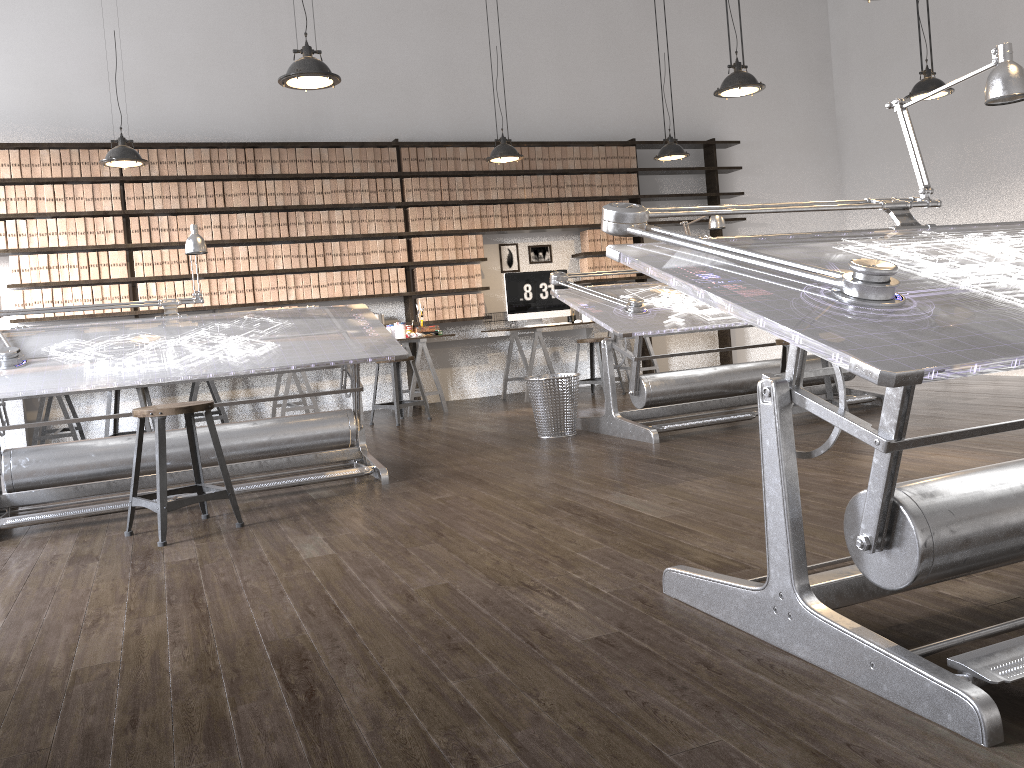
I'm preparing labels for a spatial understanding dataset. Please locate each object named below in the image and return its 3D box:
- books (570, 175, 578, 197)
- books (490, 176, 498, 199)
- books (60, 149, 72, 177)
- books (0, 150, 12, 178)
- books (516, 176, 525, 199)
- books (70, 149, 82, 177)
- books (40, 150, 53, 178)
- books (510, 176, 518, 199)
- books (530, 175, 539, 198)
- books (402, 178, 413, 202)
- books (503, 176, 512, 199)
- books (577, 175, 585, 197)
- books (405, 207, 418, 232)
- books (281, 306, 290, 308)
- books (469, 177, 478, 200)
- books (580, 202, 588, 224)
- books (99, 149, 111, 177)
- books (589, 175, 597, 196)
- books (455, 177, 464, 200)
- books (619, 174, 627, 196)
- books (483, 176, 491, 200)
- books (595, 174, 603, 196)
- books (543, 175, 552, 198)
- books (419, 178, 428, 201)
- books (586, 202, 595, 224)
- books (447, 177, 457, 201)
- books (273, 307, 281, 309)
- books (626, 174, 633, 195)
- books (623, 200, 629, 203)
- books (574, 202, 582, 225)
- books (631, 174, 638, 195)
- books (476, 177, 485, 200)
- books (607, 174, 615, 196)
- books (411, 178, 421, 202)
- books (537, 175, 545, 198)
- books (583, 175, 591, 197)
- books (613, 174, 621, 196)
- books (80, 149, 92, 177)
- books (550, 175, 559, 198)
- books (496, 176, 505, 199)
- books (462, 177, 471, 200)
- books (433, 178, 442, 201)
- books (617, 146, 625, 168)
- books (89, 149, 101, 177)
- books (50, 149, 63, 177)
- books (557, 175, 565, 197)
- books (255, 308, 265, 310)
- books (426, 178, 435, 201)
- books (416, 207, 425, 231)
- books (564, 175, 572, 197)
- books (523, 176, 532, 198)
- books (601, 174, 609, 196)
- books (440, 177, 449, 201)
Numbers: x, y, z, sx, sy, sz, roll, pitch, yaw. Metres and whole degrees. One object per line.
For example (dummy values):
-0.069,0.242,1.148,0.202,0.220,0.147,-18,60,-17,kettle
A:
0.584,-1.950,8.800,0.067,0.225,0.174,-5,2,-22,books
-0.206,-1.859,8.476,0.067,0.225,0.174,-5,2,-22,books
-3.570,-1.753,7.107,0.067,0.225,0.174,-5,2,-22,books
-3.965,-1.708,6.950,0.067,0.225,0.174,-5,2,-22,books
0.055,-1.889,8.581,0.067,0.225,0.174,-5,2,-22,books
-3.513,-1.760,7.135,0.067,0.225,0.174,-5,2,-22,books
-3.705,-1.737,7.056,0.067,0.225,0.174,-5,2,-22,books
-0.011,-1.882,8.559,0.067,0.225,0.174,-5,2,-22,books
0.190,-1.904,8.633,0.067,0.225,0.174,-5,2,-22,books
-0.974,-1.771,8.163,0.067,0.225,0.174,-5,2,-22,books
-0.075,-1.874,8.531,0.067,0.225,0.174,-5,2,-22,books
0.650,-1.957,8.827,0.067,0.225,0.174,-5,2,-22,books
-0.931,-1.506,8.178,0.067,0.225,0.174,-5,2,-22,books
-1.980,-0.561,7.739,0.067,0.225,0.174,-5,2,-22,books
-0.389,-1.839,8.404,0.067,0.225,0.174,-5,2,-22,books
0.683,-1.691,8.836,0.067,0.225,0.174,-5,2,-22,books
-3.315,-1.782,7.214,0.067,0.225,0.174,-5,2,-22,books
0.774,-1.972,8.876,0.067,0.225,0.174,-5,2,-22,books
-0.518,-1.823,8.347,0.067,0.225,0.174,-5,2,-22,books
1.094,-2.008,9.001,0.067,0.225,0.174,-5,2,-22,books
-0.264,-1.853,8.453,0.067,0.225,0.174,-5,2,-22,books
0.833,-1.978,8.898,0.067,0.225,0.174,-5,2,-22,books
0.315,-1.919,8.691,0.067,0.225,0.174,-5,2,-22,books
-0.839,-1.786,8.214,0.067,0.225,0.174,-5,2,-22,books
0.749,-1.698,8.859,0.067,0.225,0.174,-5,2,-22,books
-0.585,-1.816,8.325,0.067,0.225,0.174,-5,2,-22,books
-2.047,-0.554,7.717,0.067,0.225,0.174,-5,2,-22,books
1.154,-2.015,9.030,0.067,0.225,0.174,-5,2,-22,books
1.128,-1.742,9.013,0.067,0.225,0.174,-5,2,-22,books
0.618,-1.684,8.811,0.067,0.225,0.174,-5,2,-22,books
1.213,-2.022,9.052,0.067,0.225,0.174,-5,2,-22,books
-0.324,-1.845,8.424,0.067,0.225,0.174,-5,2,-22,books
0.964,-1.993,8.953,0.067,0.225,0.174,-5,2,-22,books
-0.906,-1.779,8.187,0.067,0.225,0.174,-5,2,-22,books
0.246,-1.911,8.660,0.067,0.225,0.174,-5,2,-22,books
0.714,-1.964,8.846,0.067,0.225,0.174,-5,2,-22,books
1.027,-2.001,8.981,0.067,0.225,0.174,-5,2,-22,books
-3.444,-1.767,7.164,0.067,0.225,0.174,-5,2,-22,books
0.386,-1.927,8.714,0.067,0.225,0.174,-5,2,-22,books
-0.138,-1.867,8.501,0.067,0.225,0.174,-5,2,-22,books
-0.454,-1.831,8.378,0.067,0.225,0.174,-5,2,-22,books
-0.723,-1.800,8.269,0.067,0.225,0.174,-5,2,-22,books
1.067,-2.284,8.999,0.067,0.225,0.174,-5,2,-22,books
-3.381,-1.775,7.192,0.067,0.225,0.174,-5,2,-22,books
-3.636,-1.745,7.080,0.067,0.225,0.174,-5,2,-22,books
0.453,-1.935,8.747,0.067,0.225,0.174,-5,2,-22,books
-2.172,-0.539,7.659,0.067,0.225,0.174,-5,2,-22,books
-0.783,-1.793,8.242,0.067,0.225,0.174,-5,2,-22,books
-0.871,-1.513,8.198,0.067,0.225,0.174,-5,2,-22,books
0.520,-1.942,8.769,0.067,0.225,0.174,-5,2,-22,books
0.123,-1.897,8.606,0.067,0.225,0.174,-5,2,-22,books
0.900,-1.986,8.923,0.067,0.225,0.174,-5,2,-22,books
-0.653,-1.808,8.291,0.067,0.225,0.174,-5,2,-22,books
